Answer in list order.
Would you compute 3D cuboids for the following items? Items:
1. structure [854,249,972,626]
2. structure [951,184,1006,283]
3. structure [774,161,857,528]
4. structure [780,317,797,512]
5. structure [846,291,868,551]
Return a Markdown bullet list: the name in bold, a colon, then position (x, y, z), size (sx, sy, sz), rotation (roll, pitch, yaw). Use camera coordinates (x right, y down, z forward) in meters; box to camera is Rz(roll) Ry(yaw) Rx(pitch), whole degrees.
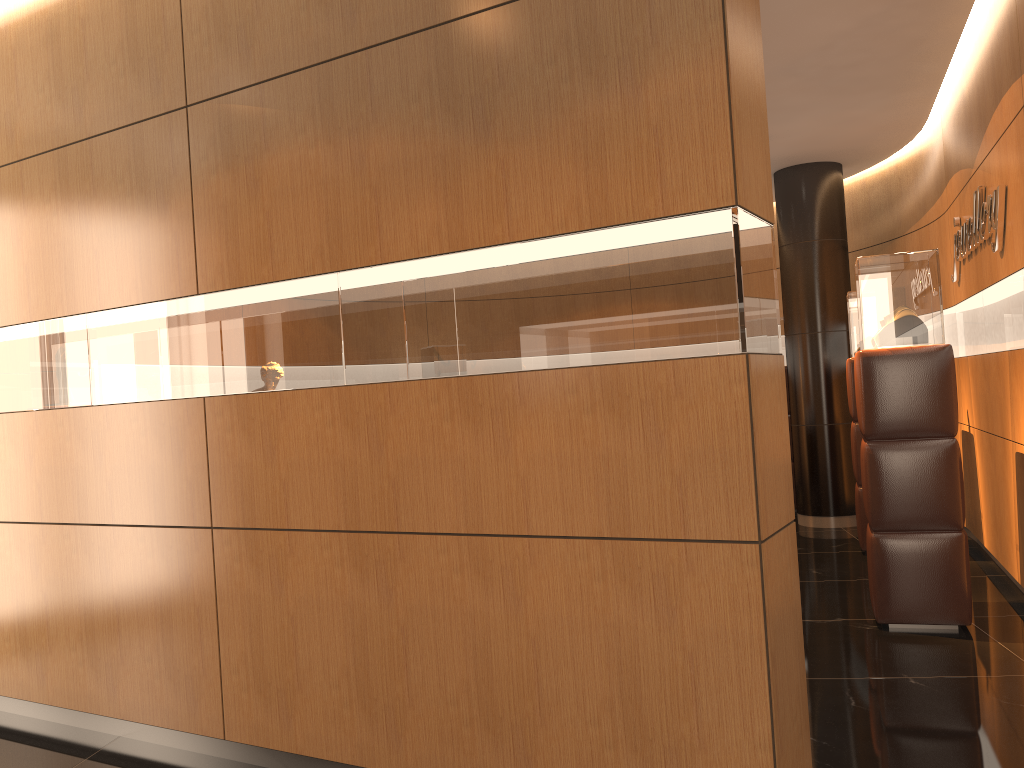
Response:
- **structure**: position (2.176, 0.284, 4.881), size (0.498, 1.968, 0.484), rotation (-4, -1, 19)
- **structure**: position (2.952, -0.965, 5.673), size (0.034, 0.442, 2.050), rotation (-4, -1, 19)
- **structure**: position (2.878, -0.415, 8.308), size (0.613, 3.430, 0.613), rotation (-4, -1, 24)
- **structure**: position (2.709, 0.325, 9.234), size (0.484, 2.000, 0.498), rotation (-3, -1, -26)
- **structure**: position (2.871, 0.282, 6.845), size (0.498, 2.000, 0.484), rotation (-4, -1, 19)
